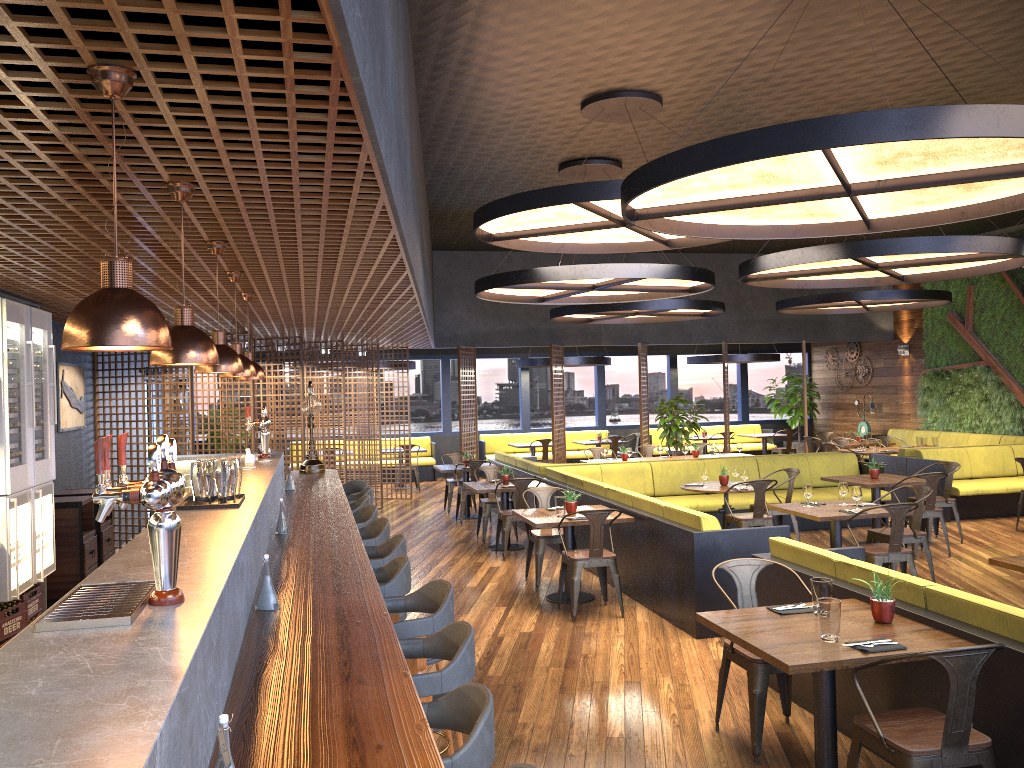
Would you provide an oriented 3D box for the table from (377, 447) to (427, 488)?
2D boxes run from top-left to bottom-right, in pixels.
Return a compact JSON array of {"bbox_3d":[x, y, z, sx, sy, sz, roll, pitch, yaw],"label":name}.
[{"bbox_3d":[-2.174,1.679,17.562,0.887,0.763,0.906,-1,0,-13],"label":"table"}]

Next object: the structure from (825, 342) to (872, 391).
[{"bbox_3d":[7.597,-0.432,20.141,0.058,1.178,1.791,-1,0,-13],"label":"structure"}]

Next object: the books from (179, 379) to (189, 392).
[{"bbox_3d":[-6.259,0.032,16.868,0.177,0.245,0.450,-1,0,-13],"label":"books"}]

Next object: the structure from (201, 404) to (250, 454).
[{"bbox_3d":[-5.807,1.277,18.002,1.166,1.763,0.993,-1,0,-42],"label":"structure"}]

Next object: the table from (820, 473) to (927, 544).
[{"bbox_3d":[4.221,1.474,10.234,0.887,0.763,0.906,-1,0,-13],"label":"table"}]

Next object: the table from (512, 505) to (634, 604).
[{"bbox_3d":[0.540,1.558,8.056,0.887,0.763,0.906,-1,0,-13],"label":"table"}]

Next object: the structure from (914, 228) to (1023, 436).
[{"bbox_3d":[9.116,-0.554,13.287,0.918,4.593,9.182,-1,0,-14],"label":"structure"}]

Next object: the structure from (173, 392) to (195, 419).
[{"bbox_3d":[-6.151,0.390,16.649,0.293,0.563,1.220,-1,0,-13],"label":"structure"}]

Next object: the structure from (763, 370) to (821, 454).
[{"bbox_3d":[6.665,0.755,20.779,1.493,2.184,1.272,-1,0,-13],"label":"structure"}]

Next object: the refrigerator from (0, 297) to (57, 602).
[{"bbox_3d":[-3.804,0.463,6.666,0.454,2.109,1.159,-1,0,-13],"label":"refrigerator"}]

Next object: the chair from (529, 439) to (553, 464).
[{"bbox_3d":[0.612,1.527,17.485,0.504,0.917,0.541,-1,0,-13],"label":"chair"}]

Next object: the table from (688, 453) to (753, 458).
[{"bbox_3d":[3.374,1.516,13.942,0.906,0.763,0.887,-1,0,-13],"label":"table"}]

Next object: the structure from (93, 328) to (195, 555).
[{"bbox_3d":[-4.208,0.724,10.152,1.319,2.700,0.050,-2,0,17],"label":"structure"}]

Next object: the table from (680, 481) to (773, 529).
[{"bbox_3d":[2.406,1.519,9.931,1.007,0.760,1.007,-2,0,25],"label":"table"}]

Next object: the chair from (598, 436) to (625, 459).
[{"bbox_3d":[2.005,1.493,17.804,0.504,0.917,0.541,-1,0,-13],"label":"chair"}]

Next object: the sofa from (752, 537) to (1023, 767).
[{"bbox_3d":[2.372,1.415,4.353,0.966,0.914,3.061,-1,0,-13],"label":"sofa"}]

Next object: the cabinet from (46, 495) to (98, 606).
[{"bbox_3d":[-4.069,1.557,8.099,0.473,1.007,0.553,-1,0,-13],"label":"cabinet"}]

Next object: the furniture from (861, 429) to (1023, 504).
[{"bbox_3d":[6.681,1.360,15.194,3.378,0.916,4.755,-1,0,-13],"label":"furniture"}]

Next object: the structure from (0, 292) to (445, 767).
[{"bbox_3d":[-2.183,0.643,4.734,2.700,2.700,9.298,-1,0,-13],"label":"structure"}]

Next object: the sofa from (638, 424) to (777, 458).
[{"bbox_3d":[4.510,1.445,20.443,3.061,0.914,0.966,-1,0,-13],"label":"sofa"}]

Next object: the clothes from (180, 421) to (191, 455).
[{"bbox_3d":[-6.092,1.410,16.632,0.401,1.494,0.423,-1,0,-17],"label":"clothes"}]

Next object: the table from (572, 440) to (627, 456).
[{"bbox_3d":[1.822,1.580,18.482,0.906,0.763,0.887,-1,0,-13],"label":"table"}]

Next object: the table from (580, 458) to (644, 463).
[{"bbox_3d":[1.611,1.559,13.533,0.906,0.763,0.887,-1,0,-13],"label":"table"}]

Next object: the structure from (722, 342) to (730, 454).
[{"bbox_3d":[4.179,0.544,17.267,0.050,2.700,0.852,-2,0,17],"label":"structure"}]

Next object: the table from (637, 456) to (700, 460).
[{"bbox_3d":[2.494,1.537,13.735,0.906,0.763,0.887,-1,0,-13],"label":"table"}]

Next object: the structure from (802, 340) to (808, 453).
[{"bbox_3d":[5.836,0.502,17.646,0.050,2.700,0.852,-2,0,17],"label":"structure"}]

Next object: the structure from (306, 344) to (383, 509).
[{"bbox_3d":[-2.793,0.712,14.754,1.319,2.700,0.050,-2,0,17],"label":"structure"}]

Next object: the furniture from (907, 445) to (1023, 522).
[{"bbox_3d":[7.713,1.310,10.675,3.372,0.914,4.503,-1,0,-13],"label":"furniture"}]

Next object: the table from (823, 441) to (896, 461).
[{"bbox_3d":[6.333,1.450,16.192,0.887,0.763,0.906,-1,0,-13],"label":"table"}]

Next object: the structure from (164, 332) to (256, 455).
[{"bbox_3d":[-3.854,0.721,11.303,1.319,2.700,0.050,-2,0,17],"label":"structure"}]

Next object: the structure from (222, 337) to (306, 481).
[{"bbox_3d":[-3.500,0.718,12.453,1.319,2.700,0.050,-2,0,17],"label":"structure"}]

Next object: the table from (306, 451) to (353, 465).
[{"bbox_3d":[-3.538,1.713,17.250,0.887,0.763,0.906,-1,0,-13],"label":"table"}]

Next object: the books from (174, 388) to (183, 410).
[{"bbox_3d":[-6.093,0.312,16.212,0.223,0.489,0.286,-1,0,-22],"label":"books"}]

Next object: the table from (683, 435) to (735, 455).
[{"bbox_3d":[4.160,1.522,19.018,0.906,0.763,0.887,-1,0,-13],"label":"table"}]

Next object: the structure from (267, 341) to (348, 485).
[{"bbox_3d":[-3.146,0.715,13.604,1.319,2.700,0.050,-2,0,17],"label":"structure"}]

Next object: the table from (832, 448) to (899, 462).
[{"bbox_3d":[5.853,1.453,14.350,0.887,0.763,0.906,-1,0,-13],"label":"table"}]

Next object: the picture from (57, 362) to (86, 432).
[{"bbox_3d":[-4.604,0.135,9.290,0.028,0.697,1.039,-1,0,-13],"label":"picture"}]

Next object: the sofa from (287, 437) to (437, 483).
[{"bbox_3d":[-3.152,1.635,18.687,3.061,0.914,0.966,-1,0,-13],"label":"sofa"}]

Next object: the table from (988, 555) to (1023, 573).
[{"bbox_3d":[3.553,1.465,5.259,0.887,0.763,0.906,-1,0,-13],"label":"table"}]

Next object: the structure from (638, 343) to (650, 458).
[{"bbox_3d":[2.523,0.585,16.887,0.050,2.700,0.852,-2,0,17],"label":"structure"}]

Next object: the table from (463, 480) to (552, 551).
[{"bbox_3d":[-0.063,1.588,10.688,0.887,0.763,0.906,-1,0,-13],"label":"table"}]

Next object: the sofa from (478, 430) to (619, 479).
[{"bbox_3d":[0.817,1.537,19.597,3.061,0.914,0.966,-1,0,-13],"label":"sofa"}]

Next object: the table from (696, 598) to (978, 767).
[{"bbox_3d":[1.472,1.513,4.121,0.906,0.763,0.887,-1,0,-13],"label":"table"}]

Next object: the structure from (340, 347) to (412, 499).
[{"bbox_3d":[-2.439,0.709,15.905,1.319,2.700,0.050,-2,0,17],"label":"structure"}]

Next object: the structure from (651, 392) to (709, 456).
[{"bbox_3d":[3.027,1.038,16.330,1.166,1.763,0.993,-1,0,-42],"label":"structure"}]

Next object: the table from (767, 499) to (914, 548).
[{"bbox_3d":[2.941,1.495,7.995,0.906,0.763,0.887,-1,0,-13],"label":"table"}]

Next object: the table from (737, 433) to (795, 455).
[{"bbox_3d":[5.524,1.488,19.327,0.887,0.763,0.906,-1,0,-13],"label":"table"}]

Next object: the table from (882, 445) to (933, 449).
[{"bbox_3d":[6.762,1.431,14.558,0.887,0.763,0.906,-1,0,-13],"label":"table"}]

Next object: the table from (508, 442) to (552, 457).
[{"bbox_3d":[0.457,1.614,18.165,0.887,0.763,0.906,-1,0,-13],"label":"table"}]

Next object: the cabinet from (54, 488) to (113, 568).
[{"bbox_3d":[-4.224,1.565,8.777,0.473,1.007,0.553,-1,0,-13],"label":"cabinet"}]

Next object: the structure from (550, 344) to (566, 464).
[{"bbox_3d":[0.866,0.626,16.507,0.050,2.700,0.852,-2,0,17],"label":"structure"}]

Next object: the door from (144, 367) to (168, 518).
[{"bbox_3d":[-5.732,0.934,14.331,0.052,2.386,2.441,-1,0,-13],"label":"door"}]

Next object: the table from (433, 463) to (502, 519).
[{"bbox_3d":[-0.670,1.618,13.319,0.887,0.763,0.906,-1,0,-13],"label":"table"}]

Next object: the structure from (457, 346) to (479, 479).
[{"bbox_3d":[-0.790,0.667,16.127,0.050,2.700,0.852,-2,0,17],"label":"structure"}]

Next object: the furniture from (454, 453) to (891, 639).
[{"bbox_3d":[2.575,1.445,10.874,4.895,0.914,7.462,-1,0,-18],"label":"furniture"}]
